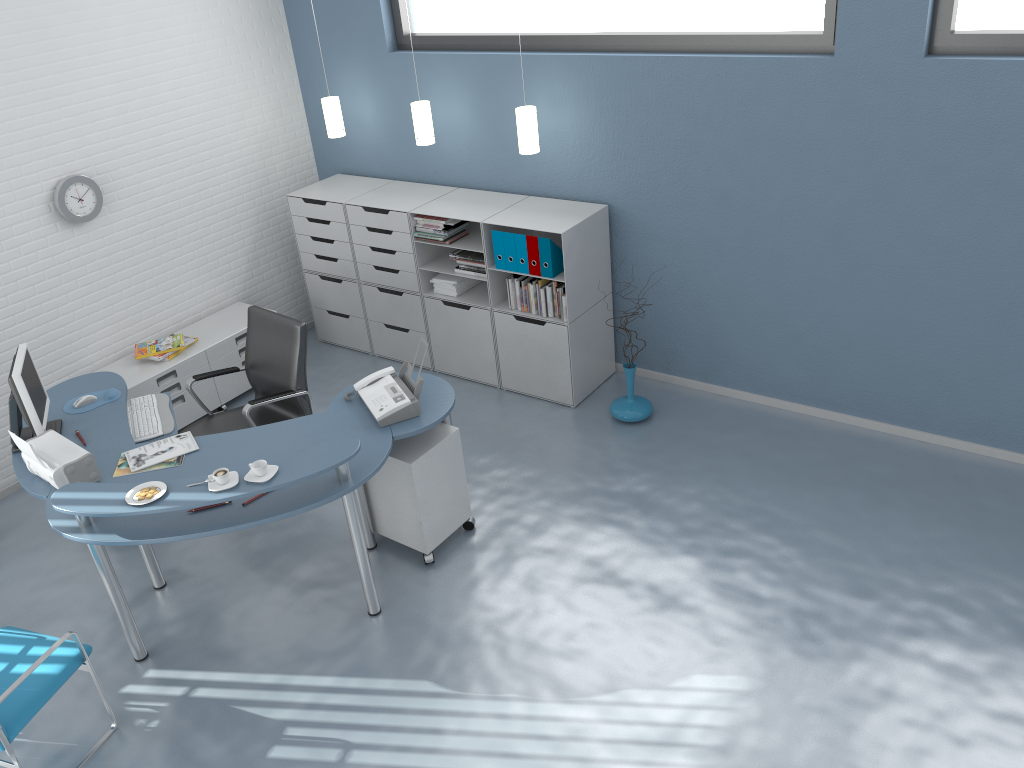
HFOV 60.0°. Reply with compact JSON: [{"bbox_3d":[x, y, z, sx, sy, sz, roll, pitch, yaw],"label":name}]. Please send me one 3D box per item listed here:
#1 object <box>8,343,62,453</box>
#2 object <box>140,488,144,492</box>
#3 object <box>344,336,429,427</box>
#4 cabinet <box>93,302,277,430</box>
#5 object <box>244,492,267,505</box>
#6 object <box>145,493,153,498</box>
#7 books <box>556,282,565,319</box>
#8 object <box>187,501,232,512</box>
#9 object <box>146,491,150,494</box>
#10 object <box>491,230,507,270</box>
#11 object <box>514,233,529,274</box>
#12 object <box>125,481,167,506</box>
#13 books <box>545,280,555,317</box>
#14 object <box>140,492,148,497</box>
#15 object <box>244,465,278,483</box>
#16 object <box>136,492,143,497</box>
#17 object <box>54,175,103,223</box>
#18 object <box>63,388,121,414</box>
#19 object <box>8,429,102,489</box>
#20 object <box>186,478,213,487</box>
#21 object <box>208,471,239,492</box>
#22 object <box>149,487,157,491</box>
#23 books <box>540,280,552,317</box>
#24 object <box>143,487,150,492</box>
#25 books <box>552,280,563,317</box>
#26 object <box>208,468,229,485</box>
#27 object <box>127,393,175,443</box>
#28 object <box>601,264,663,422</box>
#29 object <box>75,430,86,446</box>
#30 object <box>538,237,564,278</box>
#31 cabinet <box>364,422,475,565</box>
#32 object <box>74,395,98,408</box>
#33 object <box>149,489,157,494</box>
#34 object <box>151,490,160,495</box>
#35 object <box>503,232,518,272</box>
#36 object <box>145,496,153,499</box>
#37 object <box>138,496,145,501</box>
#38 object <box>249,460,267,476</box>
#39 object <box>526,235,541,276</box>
[{"bbox_3d":[-2.320,0.077,4.204,0.212,0.417,0.365,-16,30,-16],"label":"object"},{"bbox_3d":[-1.468,0.424,3.538,0.027,0.005,0.025,-3,29,5],"label":"object"},{"bbox_3d":[-0.586,-0.038,4.209,0.399,0.280,0.405,-17,31,-19],"label":"object"},{"bbox_3d":[-2.114,-0.064,5.922,0.447,0.484,1.259,14,35,33],"label":"cabinet"},{"bbox_3d":[-1.029,0.451,3.695,0.011,0.010,0.200,21,39,40],"label":"object"},{"bbox_3d":[-1.428,0.440,3.492,0.025,0.005,0.027,3,30,16],"label":"object"},{"bbox_3d":[0.315,-0.512,5.327,0.022,0.198,0.157,14,35,33],"label":"books"},{"bbox_3d":[-1.242,0.503,3.640,0.178,0.013,0.013,-13,30,-12],"label":"object"},{"bbox_3d":[-1.443,0.432,3.517,0.027,0.005,0.025,5,31,20],"label":"object"},{"bbox_3d":[-0.027,-0.843,5.390,0.082,0.247,0.181,14,35,33],"label":"object"},{"bbox_3d":[0.109,-0.808,5.300,0.082,0.247,0.181,14,35,33],"label":"object"},{"bbox_3d":[-1.447,0.435,3.510,0.162,0.011,0.162,-11,29,-8],"label":"object"},{"bbox_3d":[0.264,-0.528,5.360,0.040,0.203,0.157,14,35,33],"label":"books"},{"bbox_3d":[-1.456,0.436,3.504,0.027,0.005,0.025,18,37,37],"label":"object"},{"bbox_3d":[-1.004,0.361,3.557,0.119,0.016,0.119,2,30,15],"label":"object"},{"bbox_3d":[-1.476,0.437,3.515,0.027,0.005,0.025,-11,29,-9],"label":"object"},{"bbox_3d":[-2.566,-1.096,5.254,0.041,0.277,0.279,14,35,33],"label":"object"},{"bbox_3d":[-2.177,0.074,4.587,0.285,0.026,0.213,-28,35,-33],"label":"object"},{"bbox_3d":[-2.023,0.300,3.893,0.392,0.273,0.197,18,37,37],"label":"object"},{"bbox_3d":[-1.244,0.392,3.541,0.119,0.021,0.025,-9,29,-4],"label":"object"},{"bbox_3d":[-1.148,0.391,3.531,0.119,0.016,0.119,-13,30,-12],"label":"object"},{"bbox_3d":[-1.434,0.419,3.540,0.027,0.005,0.025,-4,29,5],"label":"object"},{"bbox_3d":[0.231,-0.523,5.379,0.032,0.184,0.173,14,35,33],"label":"books"},{"bbox_3d":[-1.455,0.421,3.532,0.025,0.005,0.027,-9,29,-5],"label":"object"},{"bbox_3d":[0.297,-0.536,5.341,0.032,0.229,0.138,14,35,33],"label":"books"},{"bbox_3d":[-1.157,0.369,3.523,0.078,0.049,0.062,8,32,25],"label":"object"},{"bbox_3d":[-1.869,0.167,4.497,0.276,0.028,0.478,-17,31,-18],"label":"object"},{"bbox_3d":[0.714,-0.223,5.140,0.357,0.972,0.312,0,30,12],"label":"object"},{"bbox_3d":[-2.062,0.259,4.242,0.013,0.013,0.178,-24,34,-29],"label":"object"},{"bbox_3d":[0.245,-0.772,5.209,0.082,0.247,0.181,14,35,33],"label":"object"},{"bbox_3d":[-0.534,0.497,4.472,0.559,0.605,0.383,16,36,34],"label":"cabinet"},{"bbox_3d":[-2.196,0.082,4.559,0.115,0.035,0.054,-30,37,-36],"label":"object"},{"bbox_3d":[-1.426,0.425,3.519,0.027,0.005,0.025,9,32,26],"label":"object"},{"bbox_3d":[-1.413,0.430,3.516,0.025,0.005,0.027,8,32,24],"label":"object"},{"bbox_3d":[0.041,-0.825,5.345,0.082,0.247,0.181,14,35,33],"label":"object"},{"bbox_3d":[-1.429,0.445,3.491,0.025,0.005,0.027,-1,29,9],"label":"object"},{"bbox_3d":[-1.458,0.449,3.491,0.027,0.005,0.025,-14,30,-13],"label":"object"},{"bbox_3d":[-1.010,0.338,3.551,0.062,0.049,0.078,-22,33,-27],"label":"object"},{"bbox_3d":[0.177,-0.790,5.255,0.082,0.247,0.181,14,35,33],"label":"object"}]
